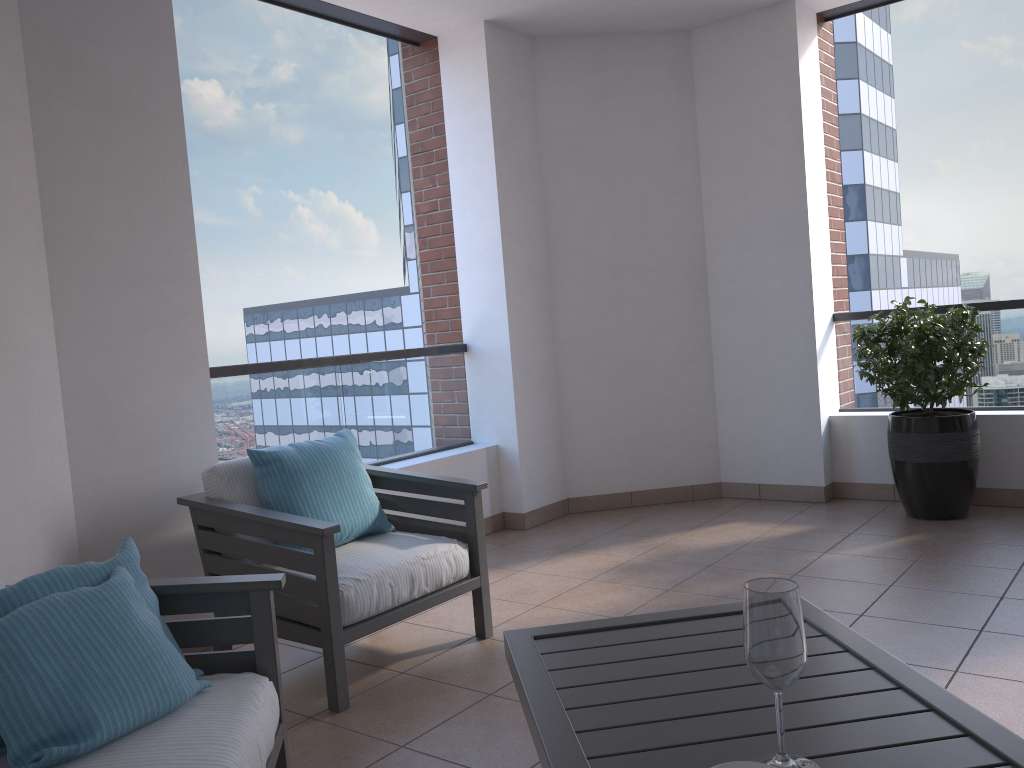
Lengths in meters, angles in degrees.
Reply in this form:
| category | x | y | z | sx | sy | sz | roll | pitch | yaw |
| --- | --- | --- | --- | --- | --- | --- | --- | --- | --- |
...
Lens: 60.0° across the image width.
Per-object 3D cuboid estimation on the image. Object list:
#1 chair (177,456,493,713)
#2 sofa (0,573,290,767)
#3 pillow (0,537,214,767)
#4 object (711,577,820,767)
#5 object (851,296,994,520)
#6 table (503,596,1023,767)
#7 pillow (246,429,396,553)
| category | x | y | z | sx | sy | sz | roll | pitch | yaw |
| --- | --- | --- | --- | --- | --- | --- | --- | --- | --- |
| chair | -0.634 | 0.629 | 3.293 | 0.807 | 0.765 | 0.797 | -2 | 4 | 38 |
| sofa | -0.817 | 0.771 | 1.116 | 0.807 | 0.765 | 2.161 | -5 | 3 | -7 |
| pillow | -0.889 | 0.564 | 1.863 | 0.377 | 0.370 | 0.543 | -2 | 4 | 33 |
| object | 0.345 | 0.444 | 1.191 | 0.203 | 0.284 | 0.337 | -1 | 5 | 44 |
| object | 2.196 | 0.158 | 4.732 | 0.681 | 1.264 | 0.691 | -2 | 4 | 42 |
| table | 0.427 | 0.797 | 1.453 | 0.710 | 0.473 | 1.260 | -5 | 3 | -7 |
| pillow | -0.727 | 0.412 | 3.345 | 0.316 | 0.426 | 0.510 | -2 | 4 | 36 |
